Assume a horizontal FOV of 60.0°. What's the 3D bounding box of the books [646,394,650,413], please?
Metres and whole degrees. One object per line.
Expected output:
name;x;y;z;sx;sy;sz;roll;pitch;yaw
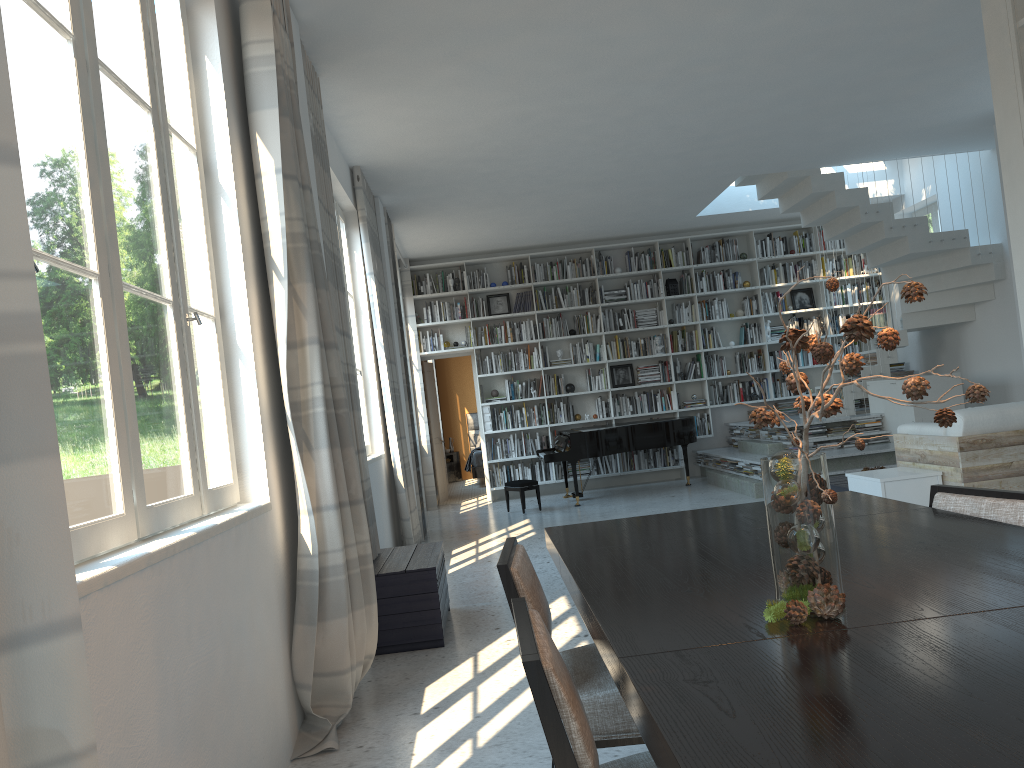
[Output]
books;1.771;0.252;11.641;0.011;0.251;0.158;-7;-1;-2

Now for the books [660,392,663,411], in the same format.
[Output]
books;1.952;0.229;11.651;0.014;0.256;0.145;-7;-1;-2

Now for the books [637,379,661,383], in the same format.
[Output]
books;1.798;-0.036;11.647;0.285;0.012;0.159;-7;-2;-3

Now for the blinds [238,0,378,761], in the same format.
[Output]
blinds;-0.874;-0.179;3.544;0.359;3.052;0.846;-7;-1;2

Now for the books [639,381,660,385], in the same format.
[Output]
books;1.801;-0.012;11.644;0.254;0.012;0.161;-7;-2;0

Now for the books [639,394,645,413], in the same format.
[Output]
books;1.713;0.258;11.649;0.025;0.254;0.136;-7;-1;-2

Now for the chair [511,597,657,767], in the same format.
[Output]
chair;0.333;0.774;1.538;0.570;0.782;0.480;-7;-1;-2

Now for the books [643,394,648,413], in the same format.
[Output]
books;1.740;0.258;11.623;0.026;0.245;0.191;-7;-1;-2

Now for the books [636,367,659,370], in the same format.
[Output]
books;1.779;-0.203;11.648;0.285;0.012;0.159;-7;-2;0

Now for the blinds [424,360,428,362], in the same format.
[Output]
blinds;-1.255;0.050;12.838;0.140;3.230;0.776;-7;-1;-2

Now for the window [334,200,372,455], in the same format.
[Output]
window;-18.019;-5.633;15.113;32.805;18.536;18.534;-7;-1;2

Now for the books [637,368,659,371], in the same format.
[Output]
books;1.780;-0.191;11.643;0.254;0.012;0.161;-6;-2;-6

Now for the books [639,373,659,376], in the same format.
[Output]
books;1.789;-0.119;11.640;0.254;0.012;0.161;-6;-2;-7

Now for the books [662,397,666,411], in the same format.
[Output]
books;1.975;0.263;11.627;0.023;0.183;0.169;-7;-1;-2

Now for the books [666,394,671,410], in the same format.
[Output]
books;2.042;0.240;11.631;0.042;0.212;0.169;-7;-1;-2

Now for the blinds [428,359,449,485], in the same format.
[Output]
blinds;-1.359;0.144;15.628;0.140;3.230;0.776;-7;-1;-2

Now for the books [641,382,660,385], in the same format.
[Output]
books;1.802;0.000;11.640;0.254;0.012;0.161;-6;-2;-6

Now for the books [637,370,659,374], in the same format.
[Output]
books;1.784;-0.155;11.644;0.254;0.012;0.161;-6;-2;-5

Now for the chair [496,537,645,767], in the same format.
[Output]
chair;0.300;0.802;2.363;0.570;0.782;0.480;-7;-1;3

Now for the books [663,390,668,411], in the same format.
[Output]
books;2.004;0.215;11.641;0.026;0.272;0.175;-7;-1;-2

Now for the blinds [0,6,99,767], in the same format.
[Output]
blinds;-0.718;-0.324;0.576;0.174;3.132;1.355;-7;-1;-1

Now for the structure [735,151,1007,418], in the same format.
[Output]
structure;3.715;-1.010;9.929;2.613;3.381;1.955;-7;-1;-2

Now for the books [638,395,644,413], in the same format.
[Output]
books;1.687;0.269;11.632;0.031;0.237;0.159;-7;-1;-2

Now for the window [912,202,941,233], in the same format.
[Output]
window;5.181;-1.587;10.737;0.042;1.226;1.118;-7;-1;-2

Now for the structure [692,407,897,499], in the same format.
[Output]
structure;3.760;0.701;10.277;2.899;0.659;3.113;-7;-2;-2

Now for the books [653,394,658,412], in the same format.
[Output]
books;1.879;0.248;11.641;0.014;0.235;0.154;-7;-1;-2

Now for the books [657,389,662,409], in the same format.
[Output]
books;1.936;0.212;11.643;0.014;0.293;0.137;-7;-1;-2

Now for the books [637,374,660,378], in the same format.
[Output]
books;1.790;-0.107;11.639;0.285;0.012;0.159;-7;-2;3

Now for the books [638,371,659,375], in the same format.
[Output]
books;1.786;-0.142;11.644;0.254;0.012;0.161;-7;-2;1

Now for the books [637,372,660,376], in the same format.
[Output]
books;1.788;-0.131;11.639;0.285;0.012;0.159;-7;-2;3

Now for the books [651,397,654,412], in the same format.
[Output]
books;1.827;0.270;11.640;0.021;0.202;0.128;-7;-1;-2

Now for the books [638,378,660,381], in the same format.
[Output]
books;1.795;-0.060;11.639;0.254;0.012;0.161;-6;-2;-7

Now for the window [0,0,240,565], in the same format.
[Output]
window;-1.079;-0.574;2.294;0.042;2.008;1.983;-7;-1;-2

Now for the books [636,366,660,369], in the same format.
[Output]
books;1.778;-0.215;11.641;0.285;0.012;0.159;-6;-2;-7

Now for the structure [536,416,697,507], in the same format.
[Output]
structure;1.300;0.897;10.487;1.918;0.832;1.335;-7;-1;-2

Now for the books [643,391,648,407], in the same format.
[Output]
books;1.756;0.237;11.648;0.014;0.286;0.134;-7;-1;-2

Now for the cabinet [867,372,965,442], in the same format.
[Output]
cabinet;4.244;0.261;9.372;0.551;0.667;0.993;-7;-1;-2

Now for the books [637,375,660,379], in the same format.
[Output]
books;1.791;-0.095;11.646;0.285;0.012;0.159;-7;-2;0

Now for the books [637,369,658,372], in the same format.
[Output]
books;1.782;-0.179;11.645;0.254;0.012;0.161;-6;-2;-5

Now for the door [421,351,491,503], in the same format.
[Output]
door;-0.817;0.610;12.087;0.834;1.980;0.786;-7;-1;-2

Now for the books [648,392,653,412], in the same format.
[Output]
books;1.800;0.242;11.625;0.028;0.264;0.161;-7;-1;-2

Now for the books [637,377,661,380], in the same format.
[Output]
books;1.794;-0.071;11.650;0.285;0.012;0.159;-7;-2;-2

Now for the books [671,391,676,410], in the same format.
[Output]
books;2.100;0.216;11.629;0.033;0.246;0.176;-7;-1;-2

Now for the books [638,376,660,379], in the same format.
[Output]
books;1.793;-0.083;11.648;0.285;0.012;0.159;-7;-2;-1

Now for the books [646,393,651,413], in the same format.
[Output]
books;1.781;0.246;11.631;0.010;0.261;0.181;-7;-1;-2

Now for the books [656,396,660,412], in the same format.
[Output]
books;1.900;0.261;11.629;0.023;0.204;0.167;-7;-1;-2

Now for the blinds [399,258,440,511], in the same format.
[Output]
blinds;-1.211;0.011;11.660;0.140;3.230;0.776;-7;-1;-2

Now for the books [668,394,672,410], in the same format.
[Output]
books;2.068;0.235;11.633;0.011;0.216;0.166;-7;-1;-2

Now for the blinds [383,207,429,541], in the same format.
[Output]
blinds;-1.107;-0.082;8.870;0.140;3.230;0.776;-7;-1;-2

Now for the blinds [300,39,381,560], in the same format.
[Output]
blinds;-0.944;-0.237;4.860;0.132;3.260;0.722;-7;-1;-3

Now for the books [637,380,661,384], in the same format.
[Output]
books;1.800;-0.024;11.637;0.285;0.012;0.159;-6;-2;-7

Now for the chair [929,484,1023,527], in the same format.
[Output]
chair;1.105;0.710;2.395;0.570;0.782;0.480;-6;-1;-12

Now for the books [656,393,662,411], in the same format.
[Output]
books;1.921;0.243;11.630;0.023;0.234;0.175;-7;-1;-2

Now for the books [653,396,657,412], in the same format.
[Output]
books;1.862;0.264;11.629;0.024;0.207;0.183;-7;-1;-2

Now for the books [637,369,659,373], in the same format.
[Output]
books;1.783;-0.167;11.643;0.254;0.012;0.161;-6;-2;-6

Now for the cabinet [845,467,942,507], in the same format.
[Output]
cabinet;2.392;0.794;5.522;0.380;0.487;0.502;-7;-1;-2

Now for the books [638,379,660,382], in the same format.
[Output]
books;1.797;-0.048;11.638;0.285;0.012;0.159;-7;-2;3

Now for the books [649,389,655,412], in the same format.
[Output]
books;1.839;0.221;11.631;0.012;0.296;0.178;-7;-1;-2

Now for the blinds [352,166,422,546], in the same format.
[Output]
blinds;-1.055;-0.146;7.540;0.183;3.260;1.026;-7;-1;-3

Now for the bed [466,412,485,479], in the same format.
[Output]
bed;0.157;0.984;14.918;1.770;1.180;2.174;-7;-1;-2
